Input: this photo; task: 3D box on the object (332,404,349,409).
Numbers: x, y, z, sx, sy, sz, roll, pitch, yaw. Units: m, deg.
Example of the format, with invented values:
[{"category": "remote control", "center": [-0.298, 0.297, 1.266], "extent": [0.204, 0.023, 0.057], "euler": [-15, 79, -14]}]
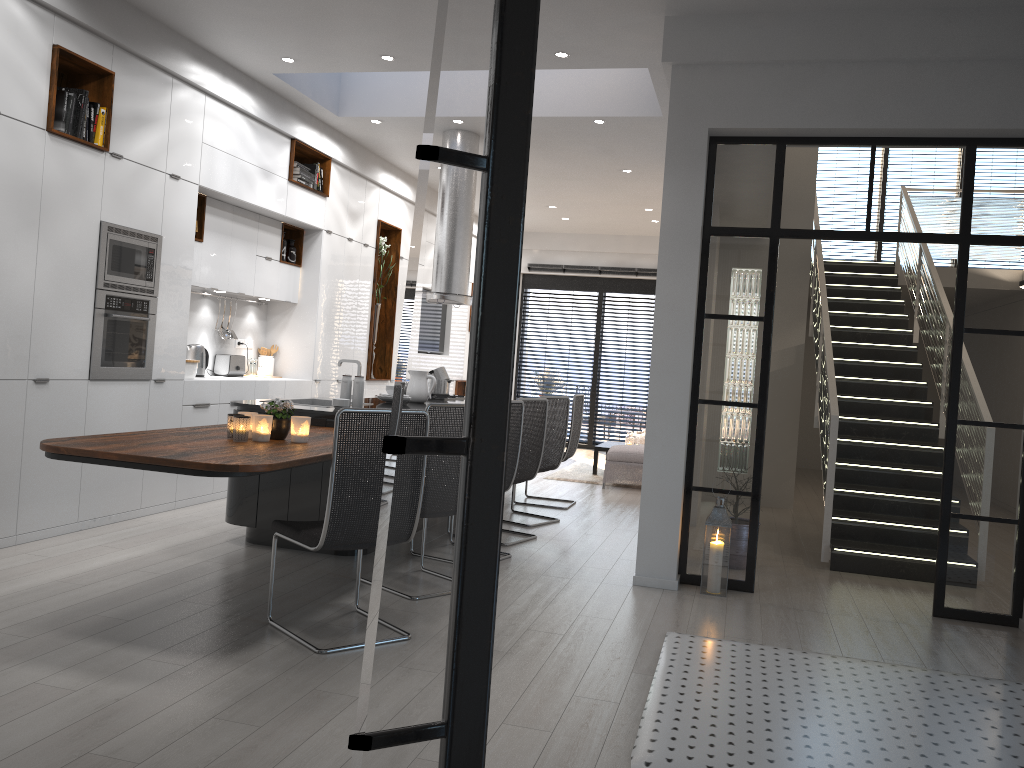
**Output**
[{"category": "object", "center": [-1.082, 0.145, 5.595], "extent": [0.111, 0.023, 0.111], "euler": [5, 1, 27]}]

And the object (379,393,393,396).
[{"category": "object", "center": [-0.904, 0.088, 6.797], "extent": [0.229, 0.016, 0.229], "euler": [4, 1, 12]}]

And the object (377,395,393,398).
[{"category": "object", "center": [-0.905, 0.113, 6.797], "extent": [0.264, 0.033, 0.264], "euler": [3, 2, -39]}]

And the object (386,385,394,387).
[{"category": "object", "center": [-0.900, 0.040, 6.798], "extent": [0.138, 0.051, 0.138], "euler": [4, 1, -5]}]

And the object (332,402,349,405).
[{"category": "object", "center": [-1.082, 0.132, 5.596], "extent": [0.111, 0.023, 0.111], "euler": [5, 1, 27]}]

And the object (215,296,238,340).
[{"category": "object", "center": [-2.523, -0.581, 7.839], "extent": [0.069, 0.389, 0.320], "euler": [4, 0, 16]}]

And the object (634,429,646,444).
[{"category": "object", "center": [1.901, 0.760, 11.868], "extent": [0.418, 0.355, 0.760], "euler": [4, 1, 23]}]

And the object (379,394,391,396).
[{"category": "object", "center": [-0.904, 0.093, 6.797], "extent": [0.229, 0.016, 0.229], "euler": [4, 1, 12]}]

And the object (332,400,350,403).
[{"category": "object", "center": [-1.081, 0.119, 5.596], "extent": [0.111, 0.023, 0.111], "euler": [5, 1, 27]}]

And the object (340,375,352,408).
[{"category": "object", "center": [-1.075, 0.044, 5.746], "extent": [0.071, 0.219, 0.071], "euler": [4, 0, -21]}]

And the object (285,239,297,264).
[{"category": "object", "center": [-2.112, -1.255, 8.427], "extent": [0.123, 0.231, 0.123], "euler": [4, 0, 16]}]

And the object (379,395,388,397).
[{"category": "object", "center": [-0.905, 0.102, 6.797], "extent": [0.229, 0.016, 0.229], "euler": [4, 1, 12]}]

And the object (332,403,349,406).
[{"category": "object", "center": [-1.082, 0.138, 5.595], "extent": [0.111, 0.023, 0.111], "euler": [5, 1, 27]}]

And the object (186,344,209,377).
[{"category": "object", "center": [-2.587, -0.193, 7.283], "extent": [0.220, 0.270, 0.179], "euler": [4, 0, -33]}]

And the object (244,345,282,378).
[{"category": "object", "center": [-2.338, -0.223, 8.376], "extent": [0.221, 0.316, 0.330], "euler": [4, 1, 15]}]

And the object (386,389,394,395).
[{"category": "object", "center": [-0.902, 0.069, 6.798], "extent": [0.138, 0.051, 0.138], "euler": [4, 1, -5]}]

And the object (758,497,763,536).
[{"category": "object", "center": [1.515, 0.850, 5.972], "extent": [0.361, 0.750, 0.413], "euler": [4, 0, 26]}]

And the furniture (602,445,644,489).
[{"category": "furniture", "center": [1.371, 0.899, 9.667], "extent": [0.699, 0.460, 0.699], "euler": [4, 1, 10]}]

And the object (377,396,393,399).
[{"category": "object", "center": [-0.906, 0.120, 6.797], "extent": [0.264, 0.033, 0.264], "euler": [3, 2, -39]}]

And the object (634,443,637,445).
[{"category": "object", "center": [1.497, 0.747, 10.846], "extent": [0.333, 0.030, 0.583], "euler": [4, 1, -22]}]

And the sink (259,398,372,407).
[{"category": "sink", "center": [-1.326, 0.200, 6.070], "extent": [0.485, 0.152, 0.738], "euler": [4, 1, 15]}]

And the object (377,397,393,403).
[{"category": "object", "center": [-0.906, 0.126, 6.797], "extent": [0.264, 0.033, 0.264], "euler": [3, 2, -39]}]

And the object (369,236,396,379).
[{"category": "object", "center": [-1.524, -0.866, 9.938], "extent": [0.322, 1.615, 0.322], "euler": [4, 0, 41]}]

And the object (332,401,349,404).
[{"category": "object", "center": [-1.081, 0.126, 5.596], "extent": [0.111, 0.023, 0.111], "euler": [5, 1, 27]}]

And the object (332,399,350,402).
[{"category": "object", "center": [-1.080, 0.113, 5.596], "extent": [0.111, 0.023, 0.111], "euler": [5, 1, 27]}]

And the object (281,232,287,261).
[{"category": "object", "center": [-2.160, -1.276, 8.239], "extent": [0.124, 0.275, 0.124], "euler": [4, 0, 3]}]

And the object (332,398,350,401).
[{"category": "object", "center": [-1.080, 0.106, 5.596], "extent": [0.111, 0.023, 0.111], "euler": [5, 1, 27]}]

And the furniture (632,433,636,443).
[{"category": "furniture", "center": [1.888, 0.886, 11.922], "extent": [0.700, 0.460, 0.699], "euler": [4, 1, 15]}]

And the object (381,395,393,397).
[{"category": "object", "center": [-0.904, 0.098, 6.797], "extent": [0.229, 0.016, 0.229], "euler": [4, 1, 12]}]

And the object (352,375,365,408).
[{"category": "object", "center": [-0.994, 0.050, 5.733], "extent": [0.071, 0.219, 0.071], "euler": [4, 0, 41]}]

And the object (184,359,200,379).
[{"category": "object", "center": [-2.583, -0.120, 6.727], "extent": [0.380, 0.148, 0.263], "euler": [4, 1, 15]}]

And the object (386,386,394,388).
[{"category": "object", "center": [-0.900, 0.046, 6.798], "extent": [0.138, 0.051, 0.138], "euler": [4, 1, -5]}]

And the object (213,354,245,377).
[{"category": "object", "center": [-2.491, -0.163, 7.848], "extent": [0.177, 0.195, 0.260], "euler": [4, 1, 15]}]

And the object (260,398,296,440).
[{"category": "object", "center": [-1.147, 0.170, 4.355], "extent": [0.151, 0.206, 0.157], "euler": [4, 0, 32]}]

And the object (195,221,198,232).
[{"category": "object", "center": [-2.506, -1.241, 6.891], "extent": [0.119, 0.215, 0.104], "euler": [4, 0, 15]}]

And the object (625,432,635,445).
[{"category": "object", "center": [1.421, 0.668, 10.673], "extent": [0.110, 0.183, 0.119], "euler": [4, 0, 20]}]

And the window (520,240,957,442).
[{"category": "window", "center": [4.452, -1.370, 13.634], "extent": [8.569, 5.061, 0.462], "euler": [4, 0, 13]}]
